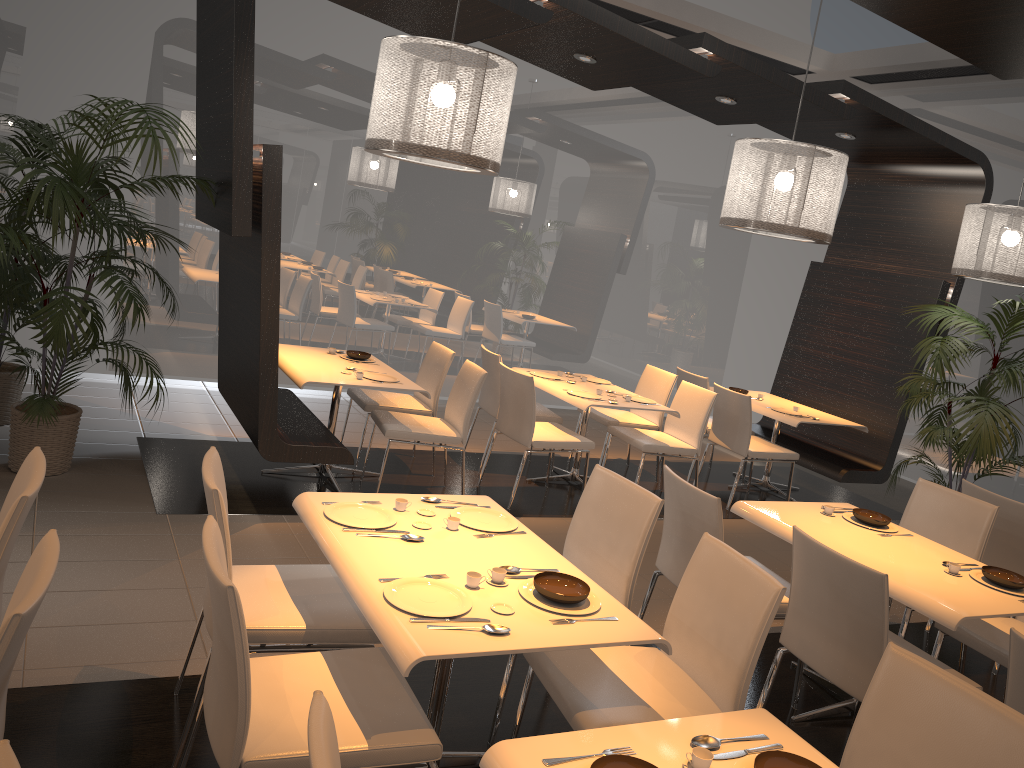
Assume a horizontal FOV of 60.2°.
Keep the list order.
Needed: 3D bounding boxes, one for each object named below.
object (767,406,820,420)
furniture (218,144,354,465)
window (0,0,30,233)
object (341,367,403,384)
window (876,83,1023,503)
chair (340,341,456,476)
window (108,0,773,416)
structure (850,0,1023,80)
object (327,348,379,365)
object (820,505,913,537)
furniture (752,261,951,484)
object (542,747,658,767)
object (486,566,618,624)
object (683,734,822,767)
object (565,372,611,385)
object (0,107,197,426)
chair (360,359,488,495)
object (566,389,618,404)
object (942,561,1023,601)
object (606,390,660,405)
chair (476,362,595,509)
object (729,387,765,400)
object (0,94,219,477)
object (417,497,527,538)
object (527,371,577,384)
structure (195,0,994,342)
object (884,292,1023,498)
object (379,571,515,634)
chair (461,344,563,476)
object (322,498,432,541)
[{"bbox_3d":[2.248,0.220,7.017,0.333,0.037,0.382,4,11,-34],"label":"object"},{"bbox_3d":[-1.389,-0.548,5.354,0.754,1.663,1.419,7,8,-28],"label":"furniture"},{"bbox_3d":[-6.426,-2.289,5.050,6.554,3.951,0.071,6,7,-28],"label":"window"},{"bbox_3d":[-0.869,-0.066,5.420,0.334,0.037,0.381,2,12,-39],"label":"object"},{"bbox_3d":[4.996,-0.541,6.795,0.070,3.948,6.666,7,9,-28],"label":"window"},{"bbox_3d":[-0.795,0.138,6.142,0.603,0.868,0.490,7,7,-26],"label":"chair"},{"bbox_3d":[-0.110,-1.731,8.407,6.554,3.951,0.071,6,7,-28],"label":"window"},{"bbox_3d":[0.492,-0.860,1.954,10.622,1.724,2.939,5,10,-28],"label":"structure"},{"bbox_3d":[-1.071,-0.196,5.953,0.302,0.044,0.369,5,11,-29],"label":"object"},{"bbox_3d":[1.599,0.608,4.042,0.302,0.044,0.369,5,11,-29],"label":"object"},{"bbox_3d":[2.693,-0.187,7.524,0.754,1.663,1.419,7,8,-28],"label":"furniture"},{"bbox_3d":[0.262,0.776,1.654,0.302,0.044,0.369,5,11,-29],"label":"object"},{"bbox_3d":[0.103,0.591,2.571,0.302,0.044,0.369,5,11,-29],"label":"object"},{"bbox_3d":[0.531,0.801,1.790,0.302,0.044,0.369,5,11,-29],"label":"object"},{"bbox_3d":[0.589,-0.054,6.885,0.334,0.037,0.381,2,12,-39],"label":"object"},{"bbox_3d":[-3.072,-0.779,5.568,1.571,2.045,1.508,13,7,23],"label":"object"},{"bbox_3d":[-0.549,0.279,5.562,0.603,0.863,0.489,8,7,-21],"label":"chair"},{"bbox_3d":[0.564,0.075,6.103,0.333,0.037,0.382,4,11,-34],"label":"object"},{"bbox_3d":[1.890,0.758,3.471,0.302,0.044,0.369,5,11,-29],"label":"object"},{"bbox_3d":[0.851,0.086,6.336,0.334,0.037,0.381,2,12,-39],"label":"object"},{"bbox_3d":[0.179,0.345,5.954,0.603,0.868,0.490,6,7,-31],"label":"chair"},{"bbox_3d":[1.977,0.075,7.564,0.302,0.044,0.369,5,11,-29],"label":"object"},{"bbox_3d":[-2.395,-0.512,4.717,1.555,2.045,1.523,6,8,-34],"label":"object"},{"bbox_3d":[-0.160,0.453,3.127,0.334,0.037,0.381,2,12,-39],"label":"object"},{"bbox_3d":[0.318,-0.063,6.652,0.333,0.037,0.382,4,11,-34],"label":"object"},{"bbox_3d":[0.853,-1.536,6.326,5.911,1.715,1.419,5,8,-28],"label":"structure"},{"bbox_3d":[3.403,0.249,6.342,1.500,2.045,1.579,8,7,-15],"label":"object"},{"bbox_3d":[-0.162,0.579,2.382,0.333,0.037,0.382,4,11,-34],"label":"object"},{"bbox_3d":[0.016,0.198,6.630,0.603,0.863,0.489,8,7,-21],"label":"chair"},{"bbox_3d":[-0.437,0.438,2.922,0.333,0.037,0.382,4,11,-34],"label":"object"}]
